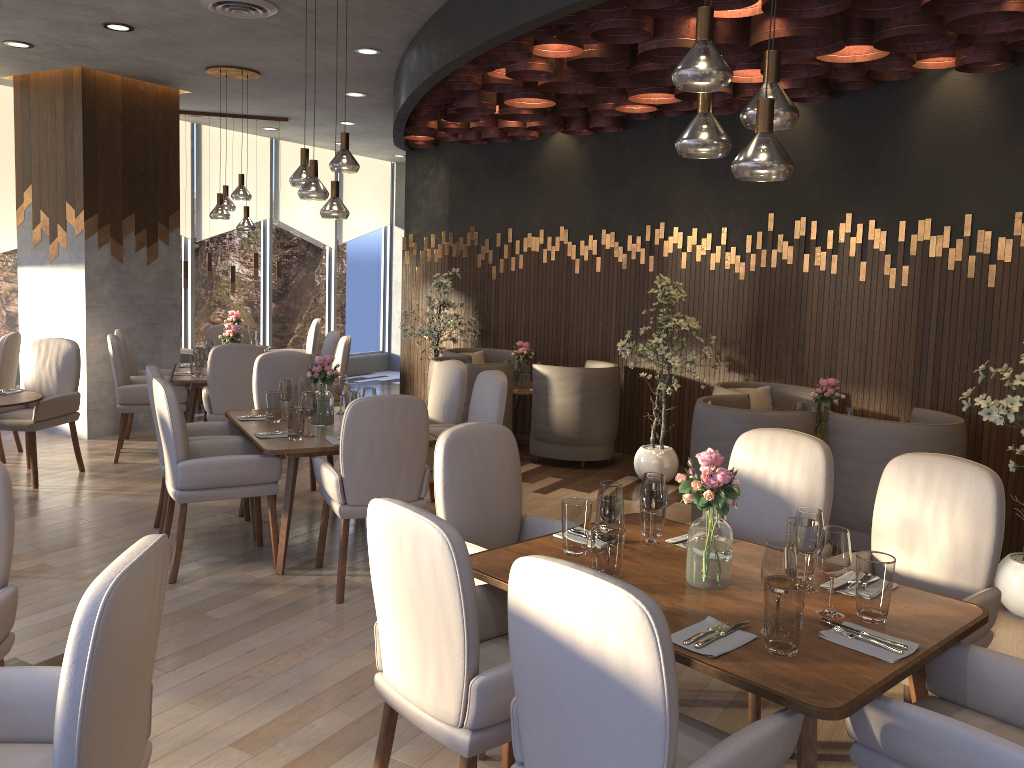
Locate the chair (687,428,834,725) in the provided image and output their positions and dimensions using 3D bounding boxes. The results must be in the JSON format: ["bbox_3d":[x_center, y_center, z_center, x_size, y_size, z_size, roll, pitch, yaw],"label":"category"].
[{"bbox_3d":[0.886,0.698,3.353,0.529,0.997,0.600,7,8,42],"label":"chair"}]

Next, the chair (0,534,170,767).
[{"bbox_3d":[-1.058,0.826,1.873,0.599,0.997,0.530,1,6,-4],"label":"chair"}]

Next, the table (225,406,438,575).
[{"bbox_3d":[-1.101,0.568,5.227,0.965,0.664,1.311,-2,8,-26],"label":"table"}]

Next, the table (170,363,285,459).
[{"bbox_3d":[-2.431,0.215,7.706,0.964,0.664,1.311,-1,7,-19],"label":"table"}]

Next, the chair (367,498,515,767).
[{"bbox_3d":[-0.077,0.782,2.458,0.600,0.997,0.529,-3,8,-40],"label":"chair"}]

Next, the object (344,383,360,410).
[{"bbox_3d":[-1.028,0.088,5.684,0.102,0.178,0.102,5,7,30],"label":"object"}]

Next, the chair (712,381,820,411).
[{"bbox_3d":[1.716,0.431,6.310,0.774,0.835,0.597,-2,7,-30],"label":"chair"}]

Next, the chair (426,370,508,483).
[{"bbox_3d":[-0.360,0.421,5.246,0.600,0.997,0.530,-1,6,-24],"label":"chair"}]

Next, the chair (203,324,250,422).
[{"bbox_3d":[-2.697,-0.054,8.454,0.528,0.997,0.601,-1,6,-22],"label":"chair"}]

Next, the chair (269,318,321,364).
[{"bbox_3d":[-2.480,-0.251,10.072,0.600,0.997,0.530,0,6,-17],"label":"chair"}]

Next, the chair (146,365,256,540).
[{"bbox_3d":[-1.807,0.387,5.169,0.600,0.997,0.530,-1,6,-24],"label":"chair"}]

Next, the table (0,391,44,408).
[{"bbox_3d":[-3.541,0.421,5.821,0.834,0.660,0.836,2,7,4],"label":"table"}]

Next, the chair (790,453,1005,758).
[{"bbox_3d":[1.287,0.761,2.951,0.600,0.997,0.529,-3,8,-40],"label":"chair"}]

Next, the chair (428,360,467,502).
[{"bbox_3d":[-0.626,0.350,5.747,0.600,0.997,0.530,-2,7,-31],"label":"chair"}]

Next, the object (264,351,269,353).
[{"bbox_3d":[-2.113,-0.186,7.602,0.102,0.178,0.102,4,6,20],"label":"object"}]

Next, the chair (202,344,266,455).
[{"bbox_3d":[-2.136,0.158,6.906,0.528,0.997,0.601,0,6,-17],"label":"chair"}]

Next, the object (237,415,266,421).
[{"bbox_3d":[-1.523,0.196,5.344,0.255,0.019,0.158,-2,8,-27],"label":"object"}]

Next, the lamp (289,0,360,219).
[{"bbox_3d":[-1.059,-1.613,5.014,0.440,1.322,0.440,6,7,35],"label":"lamp"}]

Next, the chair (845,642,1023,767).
[{"bbox_3d":[1.182,0.863,2.113,0.528,0.997,0.601,-3,8,-41],"label":"chair"}]

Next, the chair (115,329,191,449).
[{"bbox_3d":[-3.131,0.023,7.737,0.600,0.997,0.530,0,6,-17],"label":"chair"}]

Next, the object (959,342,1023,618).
[{"bbox_3d":[2.603,0.317,4.320,0.746,1.611,0.791,2,6,7],"label":"object"}]

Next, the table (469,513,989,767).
[{"bbox_3d":[0.582,0.935,2.719,0.966,0.664,1.310,-4,9,-43],"label":"table"}]

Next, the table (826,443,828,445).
[{"bbox_3d":[1.986,0.650,5.729,0.834,0.560,0.836,0,7,-17],"label":"table"}]

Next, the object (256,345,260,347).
[{"bbox_3d":[-2.178,-0.210,7.512,0.092,0.244,0.092,4,6,26],"label":"object"}]

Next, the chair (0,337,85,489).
[{"bbox_3d":[-3.454,0.183,6.395,0.528,0.997,0.601,2,6,7],"label":"chair"}]

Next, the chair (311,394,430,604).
[{"bbox_3d":[-0.705,0.508,4.474,0.528,0.997,0.601,-1,6,-24],"label":"chair"}]

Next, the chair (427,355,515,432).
[{"bbox_3d":[-0.420,0.213,7.524,0.596,0.835,0.776,-3,8,-40],"label":"chair"}]

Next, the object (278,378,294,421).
[{"bbox_3d":[-1.355,0.092,5.313,0.092,0.244,0.092,1,6,-7],"label":"object"}]

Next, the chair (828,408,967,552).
[{"bbox_3d":[2.263,0.599,5.106,0.774,0.835,0.597,-1,7,-25],"label":"chair"}]

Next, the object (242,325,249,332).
[{"bbox_3d":[-3.003,-0.542,9.972,0.092,0.244,0.092,4,6,21],"label":"object"}]

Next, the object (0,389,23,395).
[{"bbox_3d":[-3.478,0.052,6.044,0.157,0.019,0.256,2,7,6],"label":"object"}]

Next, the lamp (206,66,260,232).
[{"bbox_3d":[-2.368,-1.969,7.525,0.439,1.322,0.440,3,6,15],"label":"lamp"}]

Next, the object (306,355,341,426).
[{"bbox_3d":[-1.100,0.035,5.172,0.210,0.414,0.198,0,6,-12],"label":"object"}]

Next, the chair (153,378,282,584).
[{"bbox_3d":[-1.562,0.459,4.662,0.600,0.997,0.530,-1,7,-29],"label":"chair"}]

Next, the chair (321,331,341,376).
[{"bbox_3d":[-1.897,0.008,8.159,0.600,0.997,0.530,-1,6,-24],"label":"chair"}]

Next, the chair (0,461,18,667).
[{"bbox_3d":[-1.702,0.734,2.449,0.528,0.997,0.602,1,6,-7],"label":"chair"}]

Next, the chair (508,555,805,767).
[{"bbox_3d":[0.306,0.845,2.045,0.529,0.997,0.600,7,8,44],"label":"chair"}]

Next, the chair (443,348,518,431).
[{"bbox_3d":[-0.369,0.098,8.448,0.596,0.835,0.775,7,8,40],"label":"chair"}]

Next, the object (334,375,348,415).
[{"bbox_3d":[-1.078,0.067,5.584,0.092,0.244,0.092,3,6,16],"label":"object"}]

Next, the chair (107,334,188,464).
[{"bbox_3d":[-2.952,0.096,7.203,0.600,0.997,0.530,-1,6,-22],"label":"chair"}]

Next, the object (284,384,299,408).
[{"bbox_3d":[-1.378,0.096,5.539,0.102,0.178,0.102,0,6,-13],"label":"object"}]

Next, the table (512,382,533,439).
[{"bbox_3d":[0.083,0.307,7.993,0.834,0.560,0.836,5,7,23],"label":"table"}]

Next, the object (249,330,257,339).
[{"bbox_3d":[-2.946,-0.519,10.068,0.102,0.178,0.102,3,6,15],"label":"object"}]

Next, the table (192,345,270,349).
[{"bbox_3d":[-3.140,-0.085,9.930,0.834,0.660,0.836,4,7,21],"label":"table"}]

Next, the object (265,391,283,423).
[{"bbox_3d":[-1.404,0.136,5.218,0.102,0.178,0.102,1,6,-11],"label":"object"}]

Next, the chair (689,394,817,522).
[{"bbox_3d":[1.399,0.529,5.449,0.595,0.835,0.777,0,7,-20],"label":"chair"}]

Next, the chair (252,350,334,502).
[{"bbox_3d":[-1.469,0.299,5.949,0.528,0.997,0.601,-1,7,-29],"label":"chair"}]

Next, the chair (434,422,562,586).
[{"bbox_3d":[0.025,0.677,3.310,0.601,0.997,0.529,7,8,44],"label":"chair"}]

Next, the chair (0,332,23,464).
[{"bbox_3d":[-4.200,0.090,6.956,0.599,0.997,0.530,0,6,-13],"label":"chair"}]

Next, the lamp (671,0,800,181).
[{"bbox_3d":[0.659,-1.248,2.532,0.439,1.322,0.441,0,6,-21],"label":"lamp"}]

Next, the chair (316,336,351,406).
[{"bbox_3d":[-1.696,0.080,7.629,0.600,0.997,0.530,0,6,-16],"label":"chair"}]

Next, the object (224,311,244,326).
[{"bbox_3d":[-3.057,-0.604,9.771,0.210,0.414,0.198,2,6,7],"label":"object"}]

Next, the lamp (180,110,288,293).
[{"bbox_3d":[-3.058,-1.965,9.722,1.161,1.925,0.118,0,6,-15],"label":"lamp"}]

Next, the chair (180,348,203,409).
[{"bbox_3d":[-3.716,-0.245,9.721,0.600,0.997,0.530,0,6,-17],"label":"chair"}]

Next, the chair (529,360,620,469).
[{"bbox_3d":[0.597,0.250,7.469,0.775,0.835,0.596,-4,9,-45],"label":"chair"}]

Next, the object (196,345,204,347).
[{"bbox_3d":[-3.385,-0.426,9.859,0.255,0.019,0.158,-1,8,-17],"label":"object"}]
